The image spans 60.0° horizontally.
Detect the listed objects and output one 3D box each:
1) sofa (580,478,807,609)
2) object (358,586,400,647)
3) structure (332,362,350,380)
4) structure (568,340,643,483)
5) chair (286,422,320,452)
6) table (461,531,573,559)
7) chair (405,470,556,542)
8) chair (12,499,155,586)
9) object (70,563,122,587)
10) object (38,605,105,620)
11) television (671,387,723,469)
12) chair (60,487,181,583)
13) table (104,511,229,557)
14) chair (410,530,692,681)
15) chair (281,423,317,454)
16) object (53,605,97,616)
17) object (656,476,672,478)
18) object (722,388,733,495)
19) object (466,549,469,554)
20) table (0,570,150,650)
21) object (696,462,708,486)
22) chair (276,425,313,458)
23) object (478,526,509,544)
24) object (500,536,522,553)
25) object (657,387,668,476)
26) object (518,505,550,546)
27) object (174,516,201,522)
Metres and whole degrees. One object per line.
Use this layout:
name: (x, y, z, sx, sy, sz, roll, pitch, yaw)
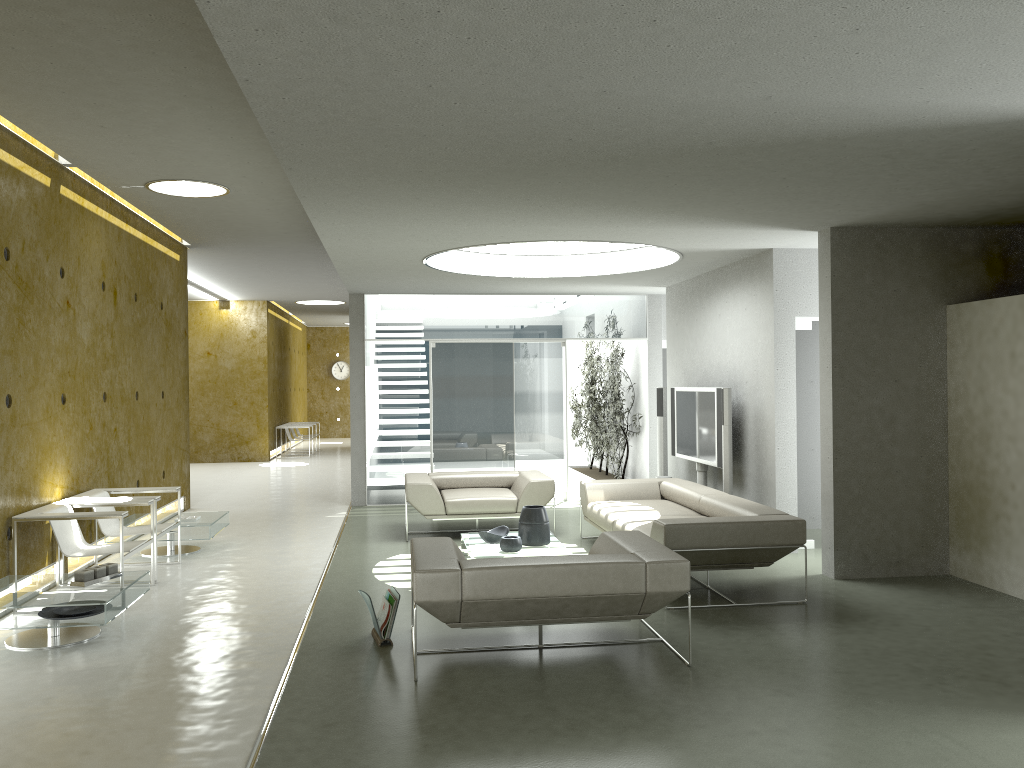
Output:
sofa: (1.337, 1.217, 7.397, 1.037, 0.585, 2.791, -1, 0, -7)
object: (-0.799, 1.391, 5.333, 0.216, 0.288, 0.329, -1, 0, -17)
structure: (-5.013, -0.390, 26.047, 0.547, 0.539, 0.016, -1, 0, -7)
structure: (1.279, 0.219, 13.457, 0.646, 2.589, 3.371, -1, 0, -8)
chair: (-4.976, 1.255, 21.138, 0.710, 0.667, 0.800, -1, 0, -7)
table: (0.032, 1.426, 7.231, 0.790, 0.200, 1.500, -1, 0, -7)
chair: (-0.363, 1.240, 9.218, 1.481, 0.583, 1.039, -1, 0, -7)
chair: (-3.074, 1.229, 6.433, 0.710, 0.667, 0.800, -1, 0, -7)
object: (-2.652, 1.209, 5.661, 0.118, 0.097, 0.326, -1, 0, 18)
object: (-2.614, 1.363, 5.306, 0.394, 0.027, 0.394, -1, 0, -24)
television: (1.968, 0.425, 9.273, 0.127, 0.781, 1.603, -1, 0, -7)
chair: (-3.184, 1.230, 7.282, 0.710, 0.667, 0.800, -1, 0, -7)
table: (-3.190, 1.414, 8.290, 0.900, 0.300, 0.900, -1, 0, -7)
chair: (0.162, 1.233, 5.153, 1.481, 0.583, 1.039, -1, 0, -7)
chair: (-4.866, 1.254, 20.289, 0.710, 0.667, 0.800, -1, 0, -7)
object: (-2.614, 1.360, 5.306, 0.239, 0.027, 0.239, -1, 0, 10)
object: (1.712, 1.277, 10.003, 0.175, 0.461, 0.185, -1, 0, -13)
object: (1.989, 0.769, 8.175, 0.310, 1.469, 0.310, -1, 0, -30)
object: (-0.197, 1.467, 7.539, 0.387, 0.124, 0.387, -1, 0, -35)
table: (-2.825, 1.409, 5.465, 0.900, 0.300, 0.900, -1, 0, -7)
object: (1.923, 1.161, 9.266, 0.323, 0.689, 0.882, -1, 0, -7)
chair: (-4.757, 1.252, 19.439, 0.710, 0.667, 0.800, -1, 0, -7)
object: (-0.151, 1.266, 7.395, 0.223, 0.125, 0.317, -1, 0, 29)
object: (-0.008, 1.270, 7.026, 0.177, 0.113, 0.177, -1, 0, -27)
object: (1.768, 0.772, 10.403, 0.310, 1.469, 0.310, -1, 0, 20)
object: (0.182, 1.169, 7.337, 0.265, 0.309, 0.265, -1, 0, -24)
object: (-2.993, 1.247, 8.184, 0.197, 0.029, 0.189, -1, 0, -7)
